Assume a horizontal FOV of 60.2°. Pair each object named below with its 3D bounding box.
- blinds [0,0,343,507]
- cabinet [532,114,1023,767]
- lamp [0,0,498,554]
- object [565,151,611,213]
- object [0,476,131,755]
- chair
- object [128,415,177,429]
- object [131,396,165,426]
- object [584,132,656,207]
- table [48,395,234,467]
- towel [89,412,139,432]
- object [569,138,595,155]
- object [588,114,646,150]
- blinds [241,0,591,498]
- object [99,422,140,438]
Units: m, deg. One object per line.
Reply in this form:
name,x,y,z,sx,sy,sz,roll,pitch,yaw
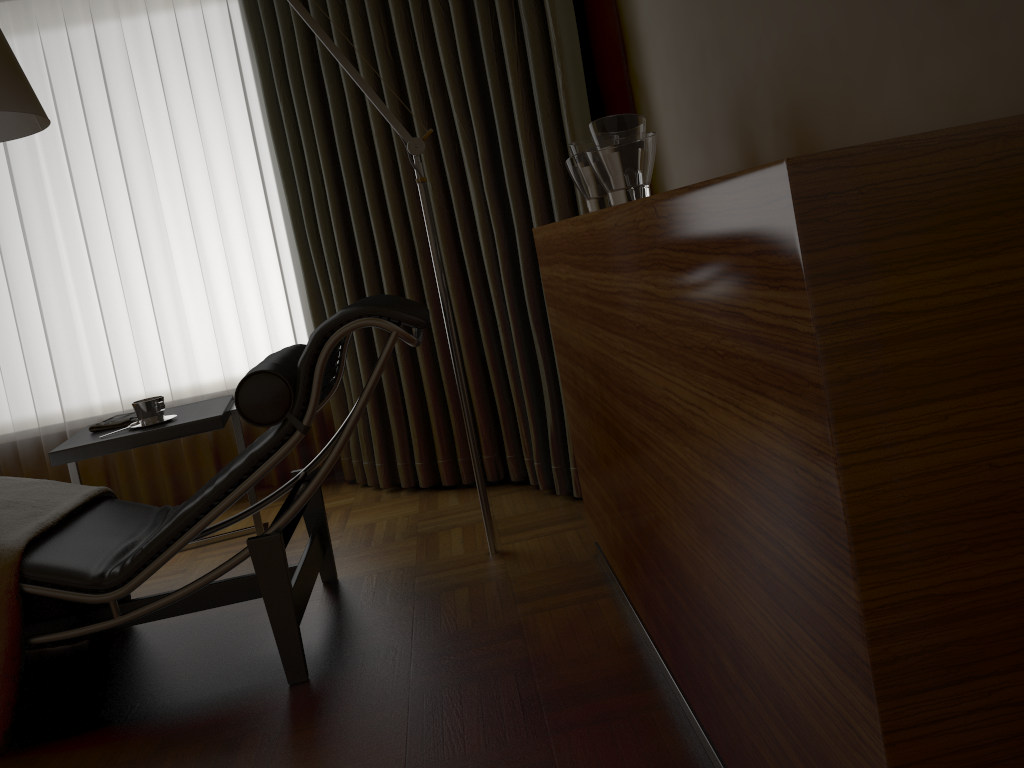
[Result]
blinds,-1.952,-0.530,3.639,2.198,2.275,0.093,-11,4,-4
cabinet,0.412,0.090,1.534,0.416,0.855,1.688,-11,8,-4
lamp,-0.858,-0.273,2.278,1.415,1.953,0.454,-11,4,-1
object,0.216,-0.490,2.138,0.155,0.153,0.157,-5,9,42
object,-1.515,0.569,2.200,0.909,0.516,0.925,-11,8,-4
chair,-1.024,0.321,2.215,1.790,0.792,0.640,-11,6,-4
object,-1.142,0.122,2.807,0.150,0.009,0.151,-11,9,1
object,-1.142,0.086,2.805,0.111,0.078,0.098,-11,7,-3
object,0.240,-0.451,1.871,0.156,0.153,0.156,-12,7,-14
table,-1.190,0.142,2.917,0.501,0.045,0.520,-13,9,-13
towel,-1.299,0.119,2.983,0.178,0.035,0.243,-11,9,0
object,0.209,-0.527,2.135,0.123,0.149,0.122,-13,7,-22
object,0.233,-0.488,1.869,0.123,0.149,0.123,-14,7,-24
blinds,-0.360,-0.824,3.191,1.525,2.435,0.227,-6,6,41
object,-1.216,0.141,2.739,0.125,0.019,0.029,-17,10,-35
